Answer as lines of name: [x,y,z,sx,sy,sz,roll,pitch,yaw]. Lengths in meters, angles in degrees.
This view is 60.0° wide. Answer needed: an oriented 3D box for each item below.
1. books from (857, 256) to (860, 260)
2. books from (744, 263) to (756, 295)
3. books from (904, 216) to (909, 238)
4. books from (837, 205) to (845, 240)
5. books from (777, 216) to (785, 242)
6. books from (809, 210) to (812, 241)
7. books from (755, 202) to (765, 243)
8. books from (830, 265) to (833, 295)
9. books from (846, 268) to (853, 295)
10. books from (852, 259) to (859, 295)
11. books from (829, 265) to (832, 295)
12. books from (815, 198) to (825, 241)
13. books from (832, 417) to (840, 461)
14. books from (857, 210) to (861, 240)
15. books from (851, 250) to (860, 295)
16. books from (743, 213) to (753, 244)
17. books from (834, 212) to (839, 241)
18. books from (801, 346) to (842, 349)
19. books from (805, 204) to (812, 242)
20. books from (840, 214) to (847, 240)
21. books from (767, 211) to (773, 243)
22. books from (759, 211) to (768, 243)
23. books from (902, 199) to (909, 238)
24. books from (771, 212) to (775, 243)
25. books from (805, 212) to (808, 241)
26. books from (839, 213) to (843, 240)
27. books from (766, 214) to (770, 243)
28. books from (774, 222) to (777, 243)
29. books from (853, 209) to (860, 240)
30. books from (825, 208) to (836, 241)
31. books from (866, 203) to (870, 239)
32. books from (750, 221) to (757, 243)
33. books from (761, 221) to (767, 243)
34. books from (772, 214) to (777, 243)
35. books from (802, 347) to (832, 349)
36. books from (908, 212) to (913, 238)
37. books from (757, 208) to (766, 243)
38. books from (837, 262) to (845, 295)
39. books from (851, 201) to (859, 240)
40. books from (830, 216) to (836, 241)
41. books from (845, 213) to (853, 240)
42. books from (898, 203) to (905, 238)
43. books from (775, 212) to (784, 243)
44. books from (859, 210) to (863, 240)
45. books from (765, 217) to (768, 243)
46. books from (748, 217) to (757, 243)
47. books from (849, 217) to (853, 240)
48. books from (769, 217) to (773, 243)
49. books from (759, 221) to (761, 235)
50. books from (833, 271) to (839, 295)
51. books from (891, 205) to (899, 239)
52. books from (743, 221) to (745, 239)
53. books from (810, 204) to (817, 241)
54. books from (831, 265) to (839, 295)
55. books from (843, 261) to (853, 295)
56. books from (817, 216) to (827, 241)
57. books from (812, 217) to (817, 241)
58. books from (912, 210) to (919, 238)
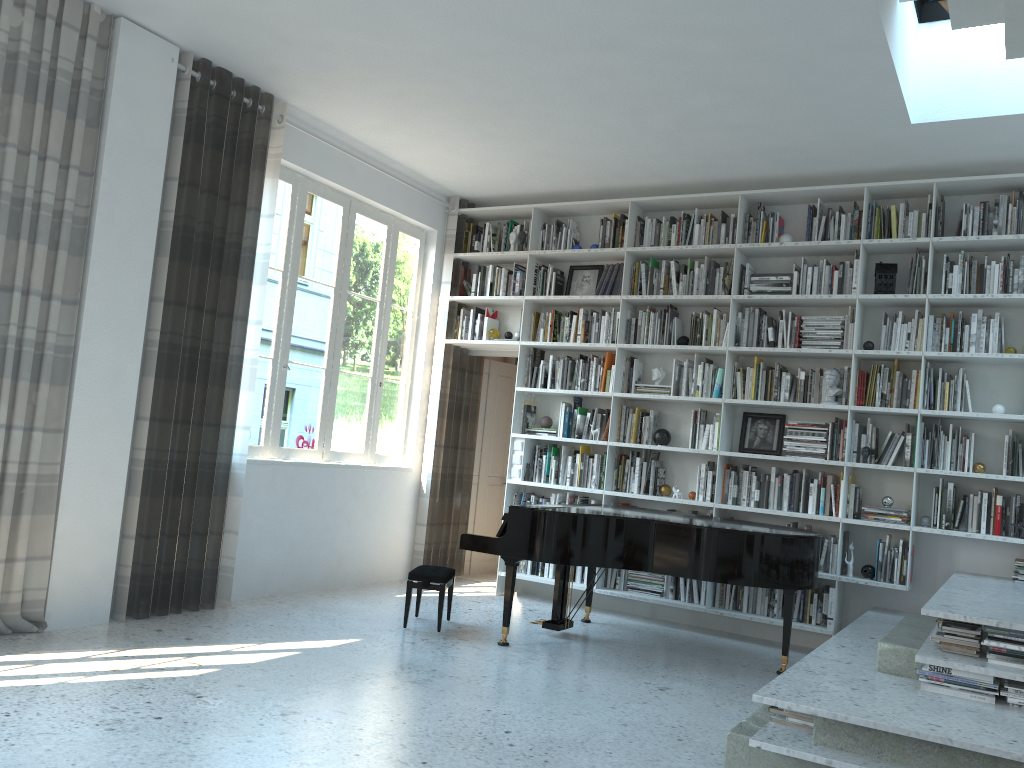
books: [2.362,-0.714,6.058,0.010,0.299,0.133,3,-4,30]
books: [1.716,-0.726,6.391,0.021,0.249,0.192,3,-4,30]
books: [2.634,-1.008,5.904,0.022,0.180,0.173,3,-4,30]
books: [2.269,-1.073,6.116,0.010,0.270,0.180,3,-4,30]
books: [1.926,-1.071,6.353,0.004,0.235,0.137,3,-4,30]
books: [2.112,-1.078,6.235,0.011,0.266,0.129,3,-4,30]
books: [1.796,-1.131,6.425,0.014,0.340,0.145,3,-4,30]
books: [2.218,-0.688,6.118,0.010,0.230,0.152,3,-4,30]
books: [2.317,-0.670,6.049,0.029,0.202,0.191,3,-4,30]
books: [2.339,-0.691,5.974,0.037,0.237,0.272,3,-4,30]
books: [2.215,-0.692,6.135,0.011,0.238,0.139,3,-4,30]
books: [2.150,-1.110,6.195,0.010,0.331,0.186,3,-4,30]
books: [2.202,0.379,6.028,0.011,0.299,0.130,3,-4,30]
books: [2.391,-1.051,6.074,0.014,0.244,0.145,3,-4,30]
books: [2.345,-0.733,6.050,0.012,0.334,0.156,3,-4,30]
books: [1.723,-1.093,6.440,0.026,0.253,0.185,3,-4,30]
books: [2.260,-1.056,6.135,0.023,0.236,0.154,3,-4,30]
books: [2.142,-0.242,6.113,0.254,0.012,0.161,3,-5,33]
books: [2.095,-1.093,6.228,0.014,0.292,0.176,3,-4,30]
books: [2.287,-1.039,6.093,0.023,0.202,0.193,3,-4,30]
books: [1.865,-1.090,6.372,0.013,0.264,0.147,3,-4,30]
books: [1.812,-1.094,6.388,0.011,0.264,0.163,3,-4,30]
books: [2.628,-1.067,5.918,0.010,0.297,0.167,3,-4,30]
books: [1.883,-1.085,6.354,0.005,0.255,0.168,3,-4,30]
books: [2.090,-1.068,6.248,0.012,0.245,0.151,3,-4,30]
books: [2.281,-1.045,6.117,0.012,0.217,0.179,3,-4,30]
books: [1.856,-1.082,6.383,0.014,0.248,0.139,3,-4,30]
books: [1.902,-1.049,6.349,0.010,0.186,0.152,3,-4,30]
books: [2.368,-1.053,6.076,0.028,0.243,0.161,3,-4,30]
books: [2.218,-1.073,6.178,0.028,0.269,0.140,3,-4,30]
books: [2.442,-1.069,6.047,0.012,0.285,0.159,3,-4,30]
books: [1.765,-1.061,6.419,0.026,0.194,0.166,3,-4,30]
books: [1.829,-1.058,6.388,0.023,0.195,0.172,3,-4,30]
books: [1.900,-1.080,6.366,0.013,0.249,0.148,3,-4,30]
books: [2.140,-0.230,6.110,0.254,0.012,0.161,3,-5,26]
books: [2.656,-1.018,5.893,0.024,0.201,0.180,3,-4,30]
books: [1.802,-1.109,6.412,0.010,0.296,0.153,3,-4,30]
books: [2.267,-0.695,6.078,0.032,0.248,0.173,3,-4,30]
books: [2.358,-1.085,6.094,0.012,0.308,0.138,3,-4,30]
books: [2.231,-1.041,6.144,0.033,0.202,0.166,3,-4,30]
books: [2.332,-1.048,6.120,0.026,0.233,0.137,3,-4,30]
books: [2.618,-1.055,5.942,0.030,0.274,0.151,3,-4,30]
books: [1.911,-1.084,6.341,0.011,0.256,0.143,3,-4,30]
books: [2.398,-1.049,6.059,0.014,0.238,0.153,3,-4,30]
books: [1.854,-1.073,6.399,0.006,0.233,0.136,3,-4,30]
books: [1.752,-1.077,6.443,0.023,0.227,0.157,3,-4,30]
books: [2.345,-1.034,6.104,0.014,0.204,0.135,3,-4,30]
books: [1.873,-1.068,6.360,0.016,0.219,0.144,3,-4,30]
books: [1.813,-1.062,6.415,0.011,0.205,0.145,3,-4,30]
books: [2.238,-0.667,6.092,0.029,0.188,0.176,3,-4,30]
books: [2.571,-1.049,5.945,0.054,0.254,0.191,3,-4,30]
books: [1.716,-1.092,6.466,0.012,0.254,0.161,3,-4,30]
books: [2.118,-1.093,6.223,0.011,0.296,0.157,3,-4,30]
books: [2.225,-0.688,6.107,0.012,0.230,0.158,3,-4,30]
books: [2.301,-0.699,6.077,0.029,0.261,0.133,3,-4,30]
books: [2.173,-1.048,6.181,0.050,0.210,0.173,3,-4,30]
books: [2.138,-1.047,6.221,0.031,0.208,0.147,3,-4,30]
books: [2.679,-1.023,5.877,0.031,0.213,0.170,3,-4,30]
